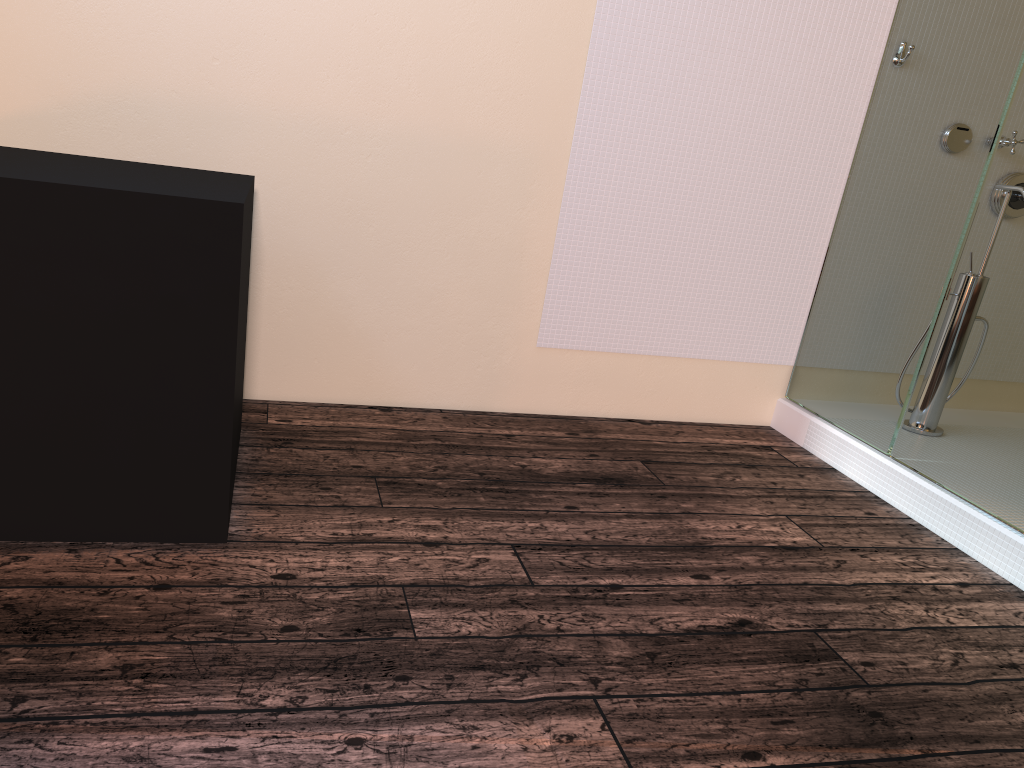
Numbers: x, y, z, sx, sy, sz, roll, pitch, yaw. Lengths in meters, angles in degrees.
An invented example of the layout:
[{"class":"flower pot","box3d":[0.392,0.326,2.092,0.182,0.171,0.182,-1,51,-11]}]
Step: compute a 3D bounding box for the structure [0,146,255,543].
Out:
[{"class":"structure","box3d":[-1.106,-0.143,2.142,0.870,0.871,0.791,4,18,-16]}]
